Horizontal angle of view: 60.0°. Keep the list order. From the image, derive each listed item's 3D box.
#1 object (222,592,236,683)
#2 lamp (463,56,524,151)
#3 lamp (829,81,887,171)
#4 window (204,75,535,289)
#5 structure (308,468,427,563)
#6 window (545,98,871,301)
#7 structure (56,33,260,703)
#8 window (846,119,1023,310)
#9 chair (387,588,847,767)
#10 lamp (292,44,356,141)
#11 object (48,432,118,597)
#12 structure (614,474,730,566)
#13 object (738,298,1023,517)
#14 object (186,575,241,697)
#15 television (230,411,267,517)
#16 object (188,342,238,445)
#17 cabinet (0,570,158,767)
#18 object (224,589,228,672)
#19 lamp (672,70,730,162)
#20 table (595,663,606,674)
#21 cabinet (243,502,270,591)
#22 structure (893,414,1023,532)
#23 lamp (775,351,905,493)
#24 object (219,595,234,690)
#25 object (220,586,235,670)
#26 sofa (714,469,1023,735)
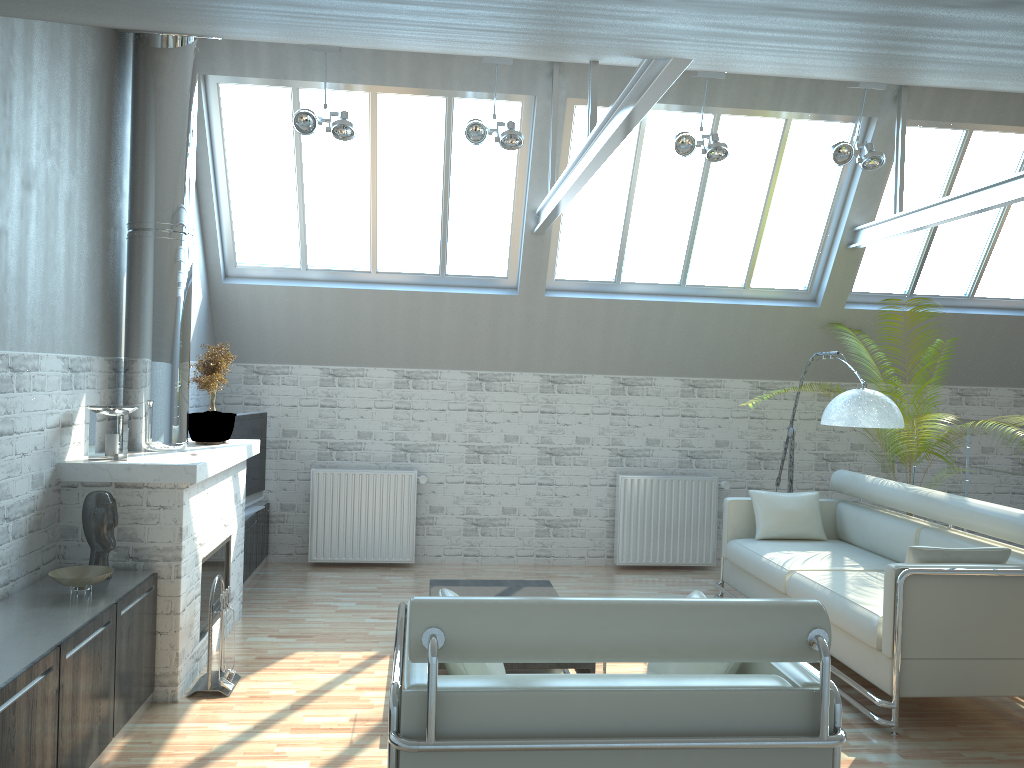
[{"bbox_3d":[-2.835,2.545,8.893,0.145,0.932,0.065,2,0,-24],"label":"object"},{"bbox_3d":[-0.227,-3.740,11.685,0.808,1.172,0.619,2,0,-2],"label":"lamp"},{"bbox_3d":[4.799,-3.587,12.198,0.808,1.172,0.619,2,0,-2],"label":"lamp"},{"bbox_3d":[-2.104,-3.015,13.500,4.651,2.787,1.897,2,0,-6],"label":"window"},{"bbox_3d":[-2.381,2.180,14.718,1.892,1.524,0.508,2,0,-6],"label":"structure"},{"bbox_3d":[2.947,-2.862,14.015,4.651,2.787,1.897,2,0,-6],"label":"window"},{"bbox_3d":[-3.749,-0.570,9.928,1.309,7.180,3.302,2,0,-6],"label":"structure"},{"bbox_3d":[7.999,-2.708,14.530,4.651,2.787,1.897,2,0,-6],"label":"window"},{"bbox_3d":[0.489,2.183,5.732,2.507,2.001,2.201,2,0,-6],"label":"chair"},{"bbox_3d":[-2.425,-3.806,11.461,0.808,1.172,0.619,2,0,-2],"label":"lamp"},{"bbox_3d":[-1.530,1.822,8.242,4.859,2.558,1.528,2,0,-7],"label":"object"},{"bbox_3d":[2.727,2.336,15.239,1.892,1.524,0.508,2,0,-6],"label":"structure"},{"bbox_3d":[5.400,1.088,12.762,3.777,4.386,5.015,2,1,-31],"label":"object"},{"bbox_3d":[-2.979,2.486,8.929,0.412,1.124,0.584,2,0,-6],"label":"object"},{"bbox_3d":[-4.232,1.203,13.167,0.592,1.514,2.577,2,0,4],"label":"television"},{"bbox_3d":[-3.693,0.093,10.787,0.572,1.265,1.115,2,0,-2],"label":"object"},{"bbox_3d":[-3.601,2.418,6.099,0.914,1.270,4.572,2,0,-6],"label":"cabinet"},{"bbox_3d":[-2.900,2.503,8.984,0.025,0.855,0.025,2,0,16],"label":"object"},{"bbox_3d":[2.583,-3.654,11.972,0.808,1.172,0.618,2,0,-2],"label":"lamp"},{"bbox_3d":[-0.028,2.689,8.721,1.726,0.867,1.015,2,0,-6],"label":"table"},{"bbox_3d":[-4.326,2.468,13.081,0.908,1.016,3.234,2,0,-6],"label":"cabinet"},{"bbox_3d":[9.751,2.026,12.894,5.366,2.781,6.483,2,0,-6],"label":"structure"},{"bbox_3d":[4.529,1.387,13.332,1.015,3.709,4.621,2,0,0],"label":"lamp"},{"bbox_3d":[-2.816,2.538,8.751,0.146,0.916,0.131,2,0,-6],"label":"object"},{"bbox_3d":[-2.912,2.511,9.097,0.155,0.873,0.026,2,0,-5],"label":"object"},{"bbox_3d":[4.297,2.264,10.737,2.199,1.999,4.866,2,0,-6],"label":"sofa"}]
